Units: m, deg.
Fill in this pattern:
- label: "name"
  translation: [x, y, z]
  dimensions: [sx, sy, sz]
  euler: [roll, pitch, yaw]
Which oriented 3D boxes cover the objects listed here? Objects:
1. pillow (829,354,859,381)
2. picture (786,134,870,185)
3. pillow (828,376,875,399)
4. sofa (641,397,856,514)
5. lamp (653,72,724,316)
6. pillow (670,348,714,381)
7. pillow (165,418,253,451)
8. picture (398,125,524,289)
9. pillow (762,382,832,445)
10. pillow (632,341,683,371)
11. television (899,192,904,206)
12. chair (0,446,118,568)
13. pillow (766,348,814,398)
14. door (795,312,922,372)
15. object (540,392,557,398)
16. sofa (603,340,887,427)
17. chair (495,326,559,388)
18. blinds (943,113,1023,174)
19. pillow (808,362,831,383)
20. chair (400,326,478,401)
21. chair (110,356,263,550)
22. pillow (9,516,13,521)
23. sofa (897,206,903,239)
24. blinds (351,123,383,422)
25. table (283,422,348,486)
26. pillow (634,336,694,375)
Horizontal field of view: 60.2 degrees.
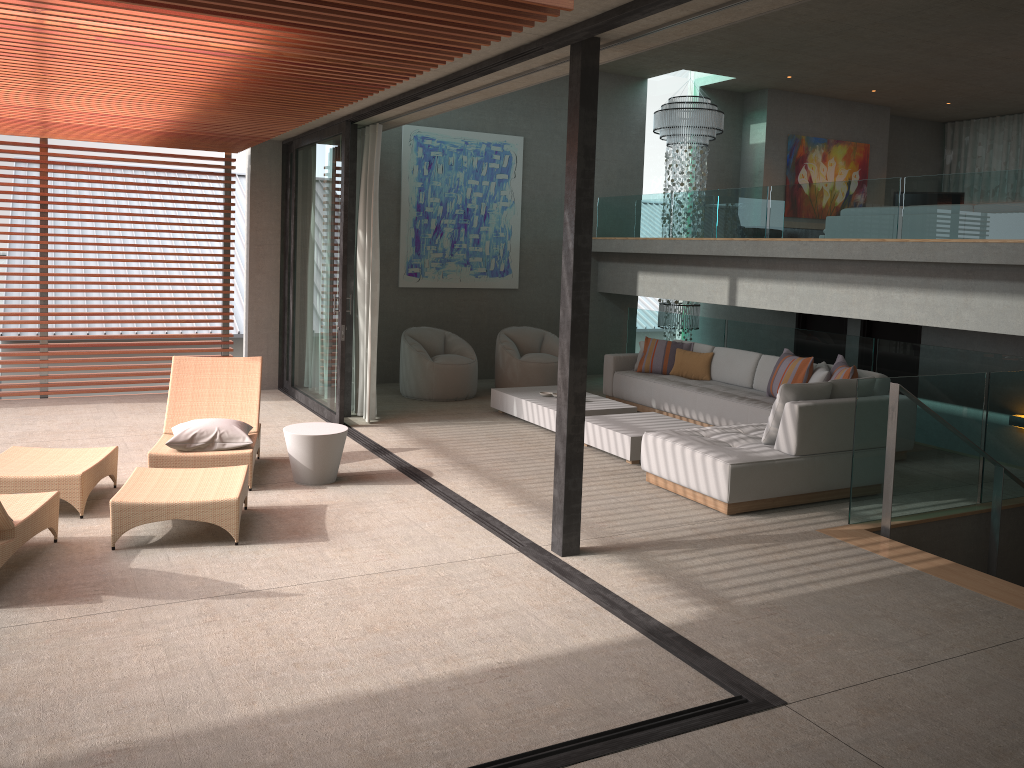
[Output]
- label: "pillow"
  translation: [2.962, 0.019, 7.971]
  dimensions: [0.279, 0.501, 0.701]
  euler: [3, 7, 15]
- label: "picture"
  translation: [4.975, -3.218, 13.908]
  dimensions: [1.751, 1.243, 0.030]
  euler: [-2, 5, -28]
- label: "pillow"
  translation: [2.528, 0.189, 6.731]
  dimensions: [0.492, 0.495, 0.240]
  euler: [-1, 6, -27]
- label: "sofa"
  translation: [1.925, 0.422, 6.713]
  dimensions: [1.597, 0.728, 1.020]
  euler: [-2, 8, -28]
- label: "lamp"
  translation: [2.504, -2.567, 12.840]
  dimensions: [1.004, 3.916, 1.001]
  euler: [6, 6, 42]
- label: "pillow"
  translation: [2.026, -0.218, 9.919]
  dimensions: [0.464, 0.323, 0.227]
  euler: [5, 6, 25]
- label: "pillow"
  translation: [-2.202, 0.361, 6.470]
  dimensions: [0.595, 0.193, 0.599]
  euler: [0, 8, -16]
- label: "picture"
  translation: [-0.647, -2.285, 11.596]
  dimensions: [1.721, 2.037, 0.030]
  euler: [-1, 5, -28]
- label: "pillow"
  translation: [2.100, 0.218, 6.510]
  dimensions: [0.492, 0.480, 0.268]
  euler: [-1, 6, -27]
- label: "pillow"
  translation: [1.721, -0.299, 10.360]
  dimensions: [0.618, 0.418, 0.313]
  euler: [3, 6, 9]
- label: "television"
  translation: [6.175, -2.557, 13.129]
  dimensions: [0.962, 0.580, 0.190]
  euler: [4, 5, 18]
- label: "chair"
  translation: [-2.953, 0.491, 5.062]
  dimensions: [0.700, 0.821, 2.314]
  euler: [1, 8, -9]
- label: "pillow"
  translation: [2.661, -0.061, 8.512]
  dimensions: [0.311, 0.491, 0.743]
  euler: [2, 7, -5]
- label: "door"
  translation: [1.772, 0.510, 3.719]
  dimensions: [5.796, 4.445, 15.390]
  euler: [7, 9, 34]
- label: "object"
  translation: [0.494, 0.123, 9.128]
  dimensions: [0.438, 0.039, 0.156]
  euler: [5, 9, 18]
- label: "sofa"
  translation: [2.322, 0.063, 9.118]
  dimensions: [1.049, 0.748, 3.486]
  euler: [-2, 9, -28]
- label: "chair"
  translation: [0.251, -0.290, 10.973]
  dimensions: [0.922, 0.783, 0.928]
  euler: [2, 7, -4]
- label: "blinds"
  translation: [8.570, -3.032, 14.229]
  dimensions: [0.223, 2.711, 3.877]
  euler: [0, 7, -28]
- label: "pillow"
  translation: [2.834, 0.013, 8.242]
  dimensions: [0.239, 0.402, 0.598]
  euler: [3, 7, 15]
- label: "chair"
  translation: [-0.864, -0.256, 10.492]
  dimensions: [0.922, 0.783, 0.927]
  euler: [-1, 7, -24]
- label: "chair"
  translation: [-2.160, 0.357, 6.130]
  dimensions: [0.700, 0.821, 2.314]
  euler: [1, 8, -13]
- label: "pillow"
  translation: [-2.829, 0.539, 4.303]
  dimensions: [0.608, 0.424, 0.430]
  euler: [1, 6, -10]
- label: "sofa"
  translation: [4.998, -1.574, 9.968]
  dimensions: [0.975, 0.858, 3.273]
  euler: [-1, 9, -28]
- label: "blinds"
  translation: [-1.857, -1.250, 9.678]
  dimensions: [0.223, 2.906, 2.442]
  euler: [0, 6, -28]
- label: "table"
  translation: [-1.469, 0.526, 6.609]
  dimensions: [0.477, 0.391, 0.476]
  euler: [8, 9, 43]
- label: "pillow"
  translation: [1.759, -0.311, 10.164]
  dimensions: [0.656, 0.439, 0.342]
  euler: [4, 6, 16]
